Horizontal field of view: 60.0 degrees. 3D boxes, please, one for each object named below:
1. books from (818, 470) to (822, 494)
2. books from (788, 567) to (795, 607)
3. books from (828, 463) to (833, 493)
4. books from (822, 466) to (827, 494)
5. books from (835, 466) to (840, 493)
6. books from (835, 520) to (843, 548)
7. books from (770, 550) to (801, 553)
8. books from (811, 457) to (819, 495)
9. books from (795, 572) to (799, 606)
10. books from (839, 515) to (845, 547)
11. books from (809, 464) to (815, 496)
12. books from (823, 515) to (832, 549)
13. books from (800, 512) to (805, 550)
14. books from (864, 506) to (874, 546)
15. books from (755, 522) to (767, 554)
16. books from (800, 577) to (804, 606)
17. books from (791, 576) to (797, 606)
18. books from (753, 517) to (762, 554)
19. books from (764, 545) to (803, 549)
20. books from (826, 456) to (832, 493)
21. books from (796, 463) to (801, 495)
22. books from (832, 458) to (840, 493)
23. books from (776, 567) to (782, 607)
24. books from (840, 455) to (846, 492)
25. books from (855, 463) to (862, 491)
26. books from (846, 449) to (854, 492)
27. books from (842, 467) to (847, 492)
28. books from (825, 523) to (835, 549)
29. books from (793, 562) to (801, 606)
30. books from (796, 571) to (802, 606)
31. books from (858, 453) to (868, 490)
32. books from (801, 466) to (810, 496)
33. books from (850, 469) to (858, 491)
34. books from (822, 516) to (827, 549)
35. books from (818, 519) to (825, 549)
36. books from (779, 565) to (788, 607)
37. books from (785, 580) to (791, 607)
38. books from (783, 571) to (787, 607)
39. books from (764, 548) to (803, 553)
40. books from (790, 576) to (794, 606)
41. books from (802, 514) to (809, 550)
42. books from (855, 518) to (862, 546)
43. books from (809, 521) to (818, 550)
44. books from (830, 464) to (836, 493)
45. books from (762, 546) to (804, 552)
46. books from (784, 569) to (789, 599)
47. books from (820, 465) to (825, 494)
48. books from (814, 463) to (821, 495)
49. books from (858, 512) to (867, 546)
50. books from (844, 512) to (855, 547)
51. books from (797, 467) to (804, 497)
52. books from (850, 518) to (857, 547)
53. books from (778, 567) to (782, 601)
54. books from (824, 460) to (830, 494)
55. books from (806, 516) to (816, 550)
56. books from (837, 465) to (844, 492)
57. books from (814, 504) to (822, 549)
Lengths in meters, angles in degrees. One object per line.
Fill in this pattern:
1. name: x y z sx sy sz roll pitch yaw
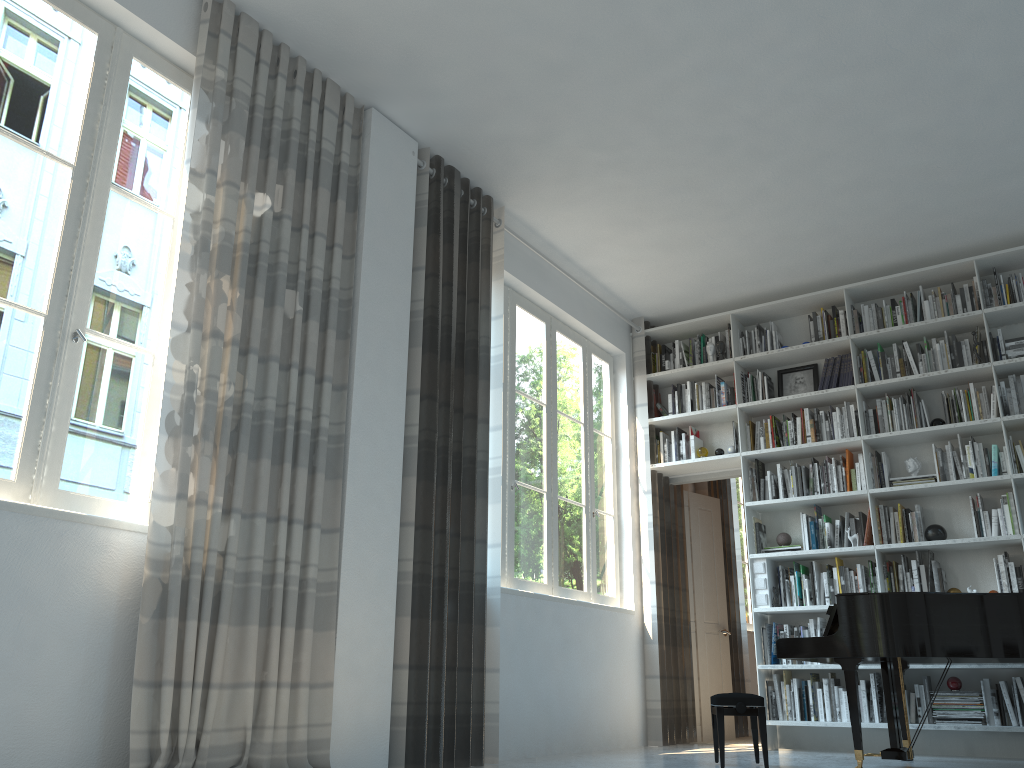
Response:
1. books: 2.198 0.721 6.254 0.021 0.204 0.130 -11 -22 31
2. books: 1.959 1.422 6.164 0.008 0.278 0.164 -11 -22 31
3. books: 2.254 0.689 6.231 0.011 0.251 0.139 -11 -22 31
4. books: 2.222 0.705 6.240 0.013 0.227 0.152 -11 -22 31
5. books: 2.296 0.694 6.193 0.012 0.216 0.160 -11 -22 31
6. books: 2.256 1.053 6.105 0.056 0.213 0.143 -11 -22 31
7. books: 1.936 1.201 6.271 0.254 0.012 0.161 -12 -23 32
8. books: 2.161 0.680 6.280 0.013 0.298 0.152 -11 -22 31
9. books: 1.998 1.431 6.135 0.014 0.242 0.171 -11 -22 31
10. books: 2.285 1.034 6.091 0.013 0.241 0.141 -11 -22 31
11. books: 2.145 0.711 6.303 0.048 0.255 0.142 -11 -22 31
12. books: 2.192 1.041 6.127 0.011 0.249 0.172 -11 -22 31
13. books: 2.063 1.054 6.222 0.012 0.284 0.160 -11 -22 31
14. books: 2.415 0.972 5.962 0.082 0.275 0.229 -11 -22 31
15. books: 1.796 1.129 6.383 0.028 0.242 0.157 -11 -22 31
16. books: 2.027 1.447 6.131 0.016 0.210 0.146 -11 -22 31
17. books: 1.977 1.445 6.136 0.015 0.216 0.180 -11 -22 31
18. books: 1.784 1.116 6.408 0.012 0.284 0.160 -11 -22 31
19. books: 1.936 1.166 6.282 0.254 0.012 0.161 -12 -23 32
20. books: 2.248 0.667 6.249 0.011 0.303 0.130 -11 -22 31
21. books: 2.068 0.716 6.343 0.011 0.270 0.158 -11 -22 31
22. books: 2.278 0.666 6.198 0.015 0.274 0.157 -11 -22 31
23. books: 1.895 1.438 6.222 0.008 0.284 0.160 -11 -22 31
24. books: 2.330 0.655 6.194 0.015 0.291 0.144 -11 -22 31
25. books: 2.408 0.668 6.122 0.031 0.222 0.145 -11 -22 31
26. books: 2.354 0.629 6.168 0.035 0.324 0.170 -11 -22 31
27. books: 2.333 0.691 6.161 0.013 0.202 0.162 -11 -22 31
28. books: 2.202 1.062 6.097 0.029 0.189 0.189 -11 -22 31
29. books: 1.991 1.400 6.153 0.006 0.313 0.146 -11 -22 31
30. books: 2.000 1.425 6.118 0.009 0.243 0.185 -11 -22 31
31. books: 2.436 0.635 6.121 0.027 0.285 0.148 -11 -22 31
32. books: 2.106 0.718 6.305 0.023 0.241 0.185 -11 -22 31
33. books: 2.383 0.692 6.132 0.030 0.182 0.152 -11 -22 31
34. books: 2.188 1.049 6.150 0.022 0.248 0.129 -11 -22 31
35. books: 2.170 1.064 6.166 0.031 0.230 0.148 -11 -22 31
36. books: 1.913 1.427 6.202 0.014 0.293 0.172 -11 -22 31
37. books: 1.936 1.461 6.140 0.019 0.188 0.193 -11 -22 31
38. books: 1.932 1.444 6.194 0.022 0.256 0.142 -11 -22 31
39. books: 1.934 1.188 6.271 0.254 0.012 0.161 -10 -22 28
40. books: 1.971 1.451 6.154 0.015 0.217 0.177 -11 -22 31
41. books: 2.077 1.056 6.210 0.024 0.272 0.150 -11 -22 31
42. books: 2.371 1.026 6.019 0.027 0.209 0.144 -11 -22 31
43. books: 2.114 1.071 6.152 0.029 0.207 0.190 -11 -22 31
44. books: 2.275 0.693 6.227 0.028 0.241 0.132 -11 -22 31
45. books: 1.933 1.176 6.273 0.285 0.012 0.160 -13 -23 35
46. books: 1.934 1.432 6.172 0.007 0.263 0.177 -11 -22 31
47. books: 2.204 0.703 6.238 0.013 0.228 0.177 -11 -22 31
48. books: 2.180 0.700 6.273 0.021 0.255 0.156 -11 -22 31
49. books: 2.393 1.003 6.016 0.021 0.250 0.154 -11 -22 31
50. books: 2.308 1.017 6.063 0.060 0.254 0.159 -11 -22 31
51. books: 2.073 0.724 6.315 0.024 0.236 0.167 -11 -22 31
52. books: 2.341 1.030 6.026 0.030 0.207 0.172 -11 -22 31
53. books: 1.904 1.434 6.215 0.017 0.288 0.153 -11 -22 31
54. books: 2.230 0.680 6.237 0.012 0.271 0.145 -11 -22 31
55. books: 2.105 1.062 6.199 0.031 0.254 0.143 -11 -22 31
56. books: 2.312 0.691 6.188 0.021 0.220 0.149 -11 -22 31
57. books: 2.149 1.017 6.189 0.011 0.334 0.154 -11 -22 31
